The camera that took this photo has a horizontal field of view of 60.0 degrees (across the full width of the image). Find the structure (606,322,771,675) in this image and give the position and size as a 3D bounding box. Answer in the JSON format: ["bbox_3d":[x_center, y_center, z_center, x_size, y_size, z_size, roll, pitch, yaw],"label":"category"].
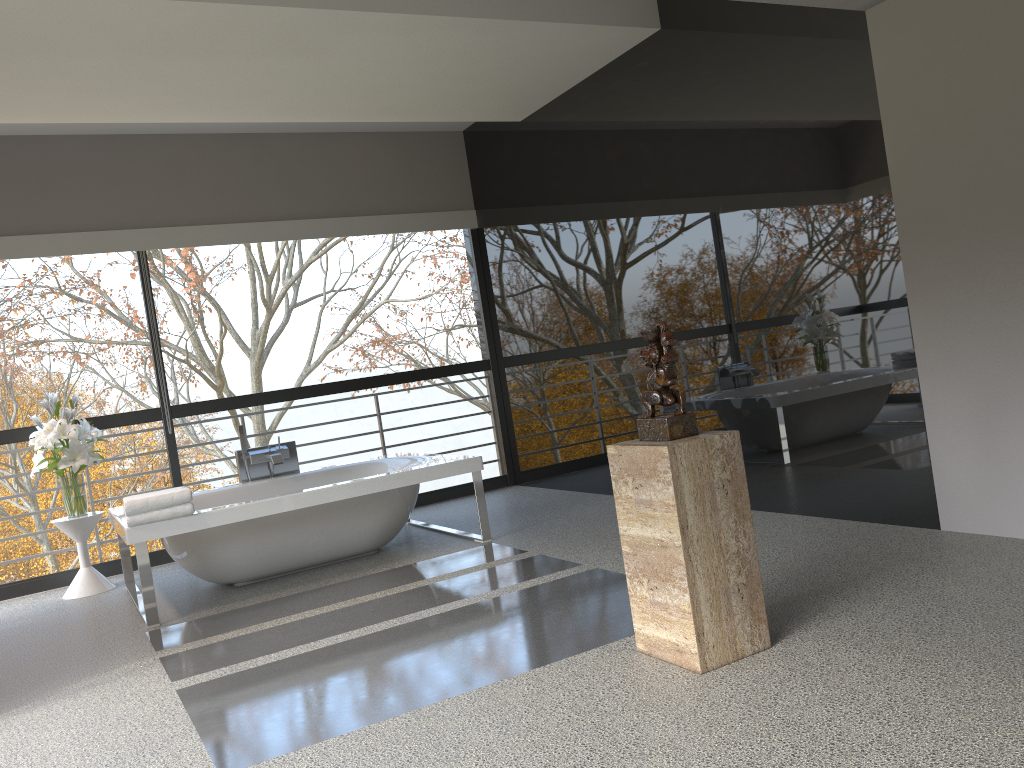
[{"bbox_3d":[0.539,0.333,2.876,0.292,1.074,0.328,-9,1,-28],"label":"structure"}]

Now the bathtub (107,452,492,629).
[{"bbox_3d":[-1.300,0.846,5.355,1.959,0.504,1.327,-9,1,-28],"label":"bathtub"}]

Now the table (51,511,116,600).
[{"bbox_3d":[-2.671,1.062,5.532,0.308,0.478,0.307,-9,1,-44],"label":"table"}]

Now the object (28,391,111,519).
[{"bbox_3d":[-2.775,0.434,5.512,0.450,0.796,0.460,-9,1,0],"label":"object"}]

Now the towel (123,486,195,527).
[{"bbox_3d":[-1.792,0.625,4.506,0.322,0.145,0.305,-9,1,-25],"label":"towel"}]

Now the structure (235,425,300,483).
[{"bbox_3d":[-1.572,0.687,5.908,0.402,0.884,0.330,-9,1,-28],"label":"structure"}]
